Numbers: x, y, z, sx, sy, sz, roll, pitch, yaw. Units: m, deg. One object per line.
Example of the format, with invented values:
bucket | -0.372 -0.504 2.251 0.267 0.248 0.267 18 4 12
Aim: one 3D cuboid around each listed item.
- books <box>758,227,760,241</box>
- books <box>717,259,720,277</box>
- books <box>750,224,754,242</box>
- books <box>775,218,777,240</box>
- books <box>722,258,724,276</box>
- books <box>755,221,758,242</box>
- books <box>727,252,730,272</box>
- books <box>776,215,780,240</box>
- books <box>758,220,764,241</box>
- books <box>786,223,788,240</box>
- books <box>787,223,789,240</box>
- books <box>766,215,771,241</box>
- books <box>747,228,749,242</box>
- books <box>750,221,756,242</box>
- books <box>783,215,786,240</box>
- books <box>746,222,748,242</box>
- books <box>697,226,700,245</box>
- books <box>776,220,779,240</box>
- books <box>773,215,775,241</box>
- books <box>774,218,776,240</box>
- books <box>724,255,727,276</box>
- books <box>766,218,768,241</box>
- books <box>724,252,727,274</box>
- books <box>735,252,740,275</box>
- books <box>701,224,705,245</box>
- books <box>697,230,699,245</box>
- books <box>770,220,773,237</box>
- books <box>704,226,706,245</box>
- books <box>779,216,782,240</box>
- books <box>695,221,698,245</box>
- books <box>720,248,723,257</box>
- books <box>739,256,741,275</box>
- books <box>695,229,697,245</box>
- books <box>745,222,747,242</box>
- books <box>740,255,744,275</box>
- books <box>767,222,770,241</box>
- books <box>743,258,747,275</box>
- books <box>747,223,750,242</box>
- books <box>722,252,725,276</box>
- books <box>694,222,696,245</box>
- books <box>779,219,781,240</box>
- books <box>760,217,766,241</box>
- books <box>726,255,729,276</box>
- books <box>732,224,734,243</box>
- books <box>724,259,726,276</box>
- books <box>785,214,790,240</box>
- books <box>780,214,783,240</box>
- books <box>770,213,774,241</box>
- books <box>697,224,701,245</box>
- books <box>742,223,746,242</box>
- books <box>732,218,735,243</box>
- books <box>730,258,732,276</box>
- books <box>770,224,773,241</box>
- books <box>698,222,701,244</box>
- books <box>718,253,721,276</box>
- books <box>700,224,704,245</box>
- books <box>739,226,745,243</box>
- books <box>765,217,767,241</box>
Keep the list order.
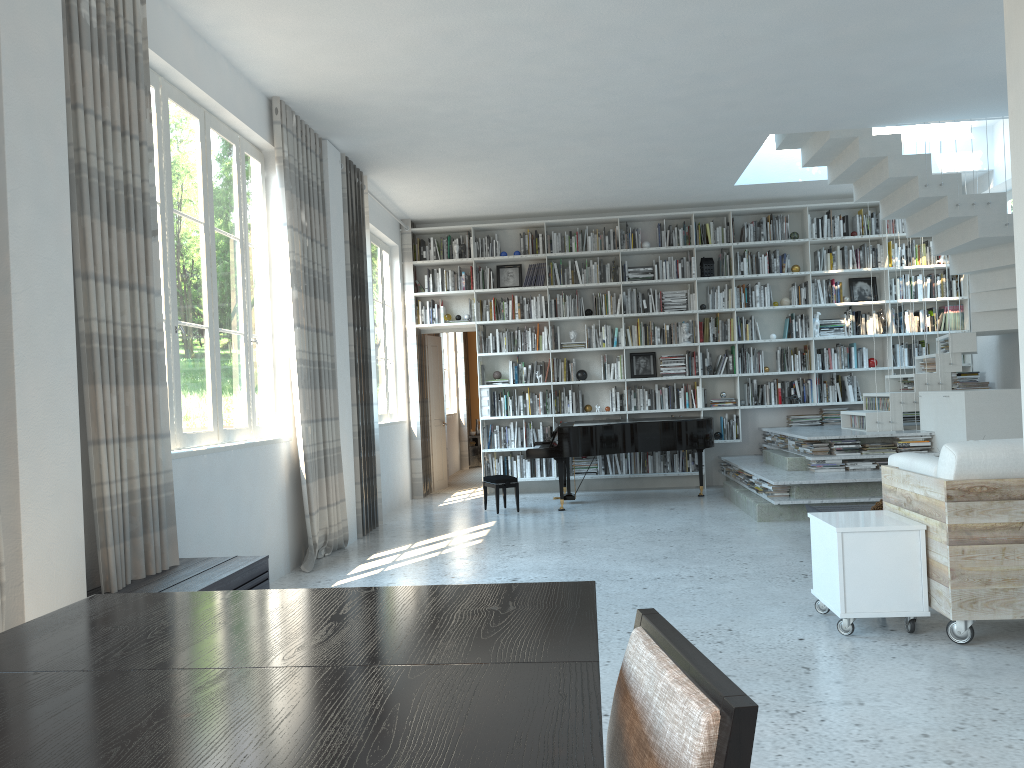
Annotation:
books | 2.811 -1.689 10.149 0.031 0.190 0.132 -3 0 5
books | 2.370 -1.315 10.174 0.019 0.214 0.156 -3 0 5
books | 2.727 -1.704 10.137 0.028 0.226 0.163 -3 0 5
books | 2.998 -1.740 10.114 0.008 0.275 0.163 -3 0 5
books | 2.407 -1.318 10.167 0.024 0.217 0.169 -3 0 5
books | 2.782 -1.721 10.134 0.021 0.256 0.169 -3 0 5
books | 2.485 -1.359 10.168 0.005 0.292 0.130 -3 0 5
books | 3.028 -1.758 10.102 0.008 0.307 0.182 -3 0 5
books | 2.835 -1.725 10.106 0.028 0.258 0.185 -3 0 5
books | 3.110 -1.715 10.103 0.018 0.214 0.157 -3 0 5
books | 3.125 -1.713 10.093 0.014 0.209 0.188 -3 0 5
books | 2.923 -1.756 10.115 0.006 0.312 0.179 -3 0 5
books | 2.687 -1.680 10.140 0.009 0.183 0.160 -3 0 5
books | 2.756 -1.720 10.134 0.030 0.255 0.161 -3 0 5
books | 3.084 -1.755 10.098 0.013 0.297 0.188 -3 0 5
books | 2.676 -1.716 10.151 0.012 0.255 0.133 -3 0 5
books | 2.138 -1.684 10.162 0.007 0.239 0.191 -3 0 5
books | 3.014 -1.730 10.112 0.024 0.252 0.149 -3 0 5
books | 2.966 -1.751 10.093 0.015 0.299 0.183 -3 0 5
books | 2.988 -1.742 10.119 0.012 0.280 0.144 -3 0 5
books | 2.437 -1.339 10.152 0.005 0.255 0.158 -3 0 5
books | 2.901 -1.741 10.131 0.007 0.285 0.159 -3 0 5
books | 2.448 -1.356 10.179 0.013 0.289 0.131 -3 0 5
books | 2.578 -1.359 10.141 0.012 0.285 0.159 -3 0 5
books | 2.193 -1.697 10.182 0.008 0.262 0.142 -3 0 5
books | 2.130 -1.660 10.188 0.015 0.192 0.160 -3 0 5
books | 2.950 -1.726 10.112 0.008 0.251 0.170 -3 0 5
books | 2.204 -1.684 10.164 0.015 0.234 0.171 -3 0 5
books | 3.055 -1.755 10.112 0.019 0.299 0.137 -3 0 5
books | 2.115 -1.712 10.183 0.007 0.298 0.181 -3 0 5
books | 2.399 -1.379 10.167 0.025 0.339 0.143 -3 0 5
books | 2.603 -1.337 10.153 0.012 0.239 0.138 -3 0 5
books | 2.107 -1.664 10.201 0.016 0.204 0.143 -3 0 5
books | 2.664 -1.710 10.142 0.011 0.244 0.172 -3 0 5
books | 2.621 -1.340 10.146 0.026 0.243 0.148 -3 0 5
books | 2.913 -1.715 10.111 0.018 0.231 0.160 -3 0 5
books | 2.646 -1.323 10.126 0.026 0.208 0.181 -3 0 5
books | 2.696 -1.704 10.126 0.013 0.229 0.174 -3 0 5
books | 2.414 -1.354 10.145 0.021 0.288 0.179 -3 0 5
books | 2.092 -1.701 10.180 0.008 0.278 0.170 -3 0 5
books | 3.041 -1.734 10.108 0.014 0.258 0.149 -3 0 5
books | 2.862 -1.743 10.127 0.024 0.292 0.167 -3 0 5
books | 2.458 -1.337 10.136 0.013 0.248 0.186 -3 0 5
books | 2.505 -1.695 10.145 0.033 0.229 0.175 -3 0 5
books | 2.430 -1.316 10.163 0.013 0.210 0.140 -3 0 5
books | 3.133 -1.762 10.093 0.006 0.306 0.163 -3 0 5
books | 3.069 -1.767 10.128 0.008 0.321 0.133 -3 0 5
books | 2.955 -1.766 10.111 0.007 0.329 0.183 -3 0 5
books | 2.145 -1.694 10.176 0.006 0.260 0.166 -3 0 5
books | 2.653 -1.709 10.134 0.009 0.244 0.173 -3 0 5
books | 2.523 -1.734 10.135 0.019 0.304 0.176 -3 0 5
books | 2.490 -1.321 10.133 0.008 0.214 0.223 -3 -1 5
books | 2.937 -1.701 10.098 0.018 0.201 0.188 -3 0 5
books | 2.152 -1.704 10.187 0.007 0.279 0.150 -3 0 5
books | 2.374 -1.345 10.141 0.021 0.272 0.190 -3 0 5
books | 2.172 -1.696 10.176 0.034 0.261 0.157 -3 0 5
books | 2.627 -1.689 10.130 0.046 0.206 0.183 -3 0 5
books | 2.884 -1.745 10.137 0.017 0.295 0.139 -3 0 5
